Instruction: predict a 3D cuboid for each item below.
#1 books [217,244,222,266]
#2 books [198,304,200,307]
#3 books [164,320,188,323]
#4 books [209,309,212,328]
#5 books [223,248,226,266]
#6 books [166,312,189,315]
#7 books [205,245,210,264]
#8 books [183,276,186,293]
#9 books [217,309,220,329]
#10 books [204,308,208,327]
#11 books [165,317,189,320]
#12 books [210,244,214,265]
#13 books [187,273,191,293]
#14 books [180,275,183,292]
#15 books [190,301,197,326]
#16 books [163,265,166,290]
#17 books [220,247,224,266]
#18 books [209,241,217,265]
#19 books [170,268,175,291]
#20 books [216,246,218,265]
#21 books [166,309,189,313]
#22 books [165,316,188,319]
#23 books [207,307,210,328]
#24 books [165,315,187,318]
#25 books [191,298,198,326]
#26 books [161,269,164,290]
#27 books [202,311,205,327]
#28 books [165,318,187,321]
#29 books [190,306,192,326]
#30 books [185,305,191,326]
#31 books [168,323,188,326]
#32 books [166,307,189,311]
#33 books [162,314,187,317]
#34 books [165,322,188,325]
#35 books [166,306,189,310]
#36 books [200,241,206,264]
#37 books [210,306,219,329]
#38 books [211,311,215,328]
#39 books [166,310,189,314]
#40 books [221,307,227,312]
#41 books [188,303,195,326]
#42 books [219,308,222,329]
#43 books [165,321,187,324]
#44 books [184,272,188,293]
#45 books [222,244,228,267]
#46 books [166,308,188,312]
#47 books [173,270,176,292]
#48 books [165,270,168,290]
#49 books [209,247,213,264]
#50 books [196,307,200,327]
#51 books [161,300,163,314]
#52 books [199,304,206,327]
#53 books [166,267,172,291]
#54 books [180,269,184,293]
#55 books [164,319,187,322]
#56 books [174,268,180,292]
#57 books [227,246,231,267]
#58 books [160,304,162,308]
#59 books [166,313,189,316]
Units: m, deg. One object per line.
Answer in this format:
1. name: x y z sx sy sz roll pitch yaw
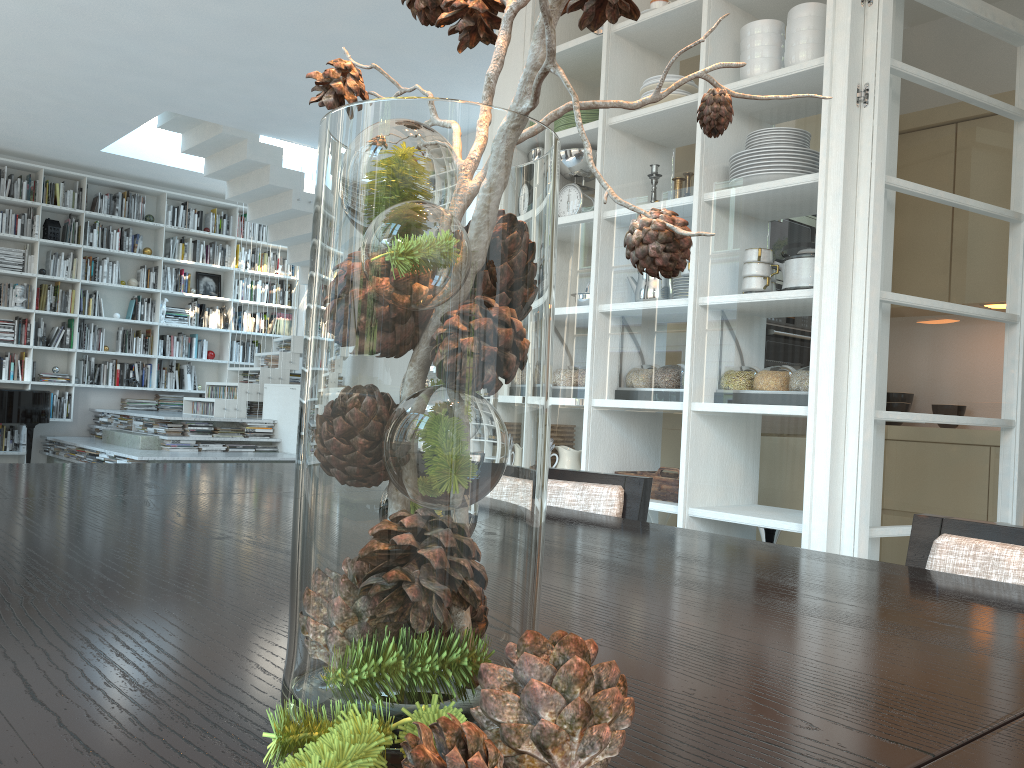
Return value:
1. books: -3.504 -1.517 10.528 0.036 0.272 0.177 4 -1 -41
2. books: -3.705 -0.799 10.405 0.013 0.280 0.131 4 -1 -41
3. books: -3.902 -0.716 10.223 0.285 0.012 0.159 4 -2 -36
4. books: -3.598 -0.768 10.512 0.028 0.235 0.129 4 -1 -41
5. books: -3.462 -1.494 10.588 0.022 0.234 0.158 4 -1 -41
6. books: -3.899 -0.813 10.233 0.285 0.012 0.159 4 -2 -39
7. books: -3.607 -1.509 10.434 0.014 0.240 0.189 4 -1 -41
8. books: -3.827 -1.144 10.276 0.033 0.213 0.152 4 -1 -41
9. books: -3.518 -0.765 10.544 0.041 0.239 0.176 4 -1 -41
10. books: -3.632 -0.775 10.460 0.031 0.242 0.147 4 -1 -41
11. books: -3.904 -0.753 10.230 0.285 0.012 0.159 5 -2 -43
12. books: -3.570 -1.517 10.487 0.023 0.264 0.156 4 -1 -41
13. books: -3.781 -1.157 10.302 0.026 0.243 0.178 4 -1 -41
14. books: -3.845 -1.143 10.240 0.013 0.207 0.189 4 -1 -41
15. books: -3.728 -0.812 10.353 0.011 0.300 0.184 4 -1 -41
16. books: -3.995 -1.201 10.141 0.015 0.300 0.140 4 -1 -41
17. books: -3.485 -1.500 10.555 0.030 0.241 0.162 4 -1 -41
18. books: -3.543 -1.531 10.492 0.022 0.294 0.180 4 -1 -41
19. books: -3.927 -1.188 10.204 0.012 0.285 0.159 4 -1 -41
20. books: -3.529 -1.507 10.519 0.011 0.249 0.152 4 -1 -41
21. books: -3.897 -0.837 10.233 0.285 0.012 0.159 4 -2 -39
22. books: -3.899 -0.765 10.225 0.161 0.012 0.254 1 -2 44
23. books: -3.620 -0.777 10.494 0.031 0.250 0.133 4 -1 -41
24. books: -3.905 -0.777 10.234 0.254 0.012 0.161 4 -2 -41
25. books: -3.718 -0.830 10.359 0.010 0.339 0.180 4 -1 -41
26. books: -4.021 -1.179 10.136 0.030 0.253 0.128 4 -1 -41
27. books: -3.661 -0.794 10.462 0.010 0.278 0.129 4 -1 -41
28. books: -3.905 -0.741 10.229 0.254 0.012 0.161 4 -2 -39
29. books: -3.780 -0.788 10.353 0.023 0.247 0.138 4 -1 -41
30. books: -3.781 -0.792 10.329 0.012 0.254 0.161 4 -1 -41
31. books: -3.904 -0.680 10.223 0.159 0.012 0.285 1 -2 44
32. books: -3.896 -0.861 10.233 0.285 0.012 0.159 5 -2 -43
33. books: -3.896 -0.789 10.227 0.254 0.012 0.161 4 -2 -36
34. books: -3.905 -0.692 10.225 0.285 0.012 0.159 4 -2 -37
35. books: -3.896 -0.873 10.234 0.285 0.012 0.159 4 -2 -39
36. books: -3.645 -1.533 10.432 0.048 0.283 0.162 4 -1 -41
37. books: -3.539 -0.782 10.522 0.021 0.271 0.191 4 -1 -41
38. books: -3.573 -0.755 10.524 0.025 0.213 0.155 4 -1 -41
39. books: -3.893 -0.825 10.227 0.159 0.012 0.285 1 -2 44
40. books: -3.454 -0.781 10.638 0.029 0.283 0.138 4 -1 -41
41. books: -3.754 -0.805 10.365 0.012 0.285 0.159 4 -1 -41
42. books: -3.502 -0.771 10.576 0.024 0.255 0.145 4 -1 -41
43. books: -3.904 -0.704 10.225 0.161 0.012 0.254 1 -2 45
44. books: -3.805 -1.163 10.294 0.021 0.253 0.167 4 -1 -41
45. books: -3.440 -1.517 10.601 0.026 0.284 0.147 4 -1 -41
46. books: -3.897 -0.849 10.233 0.254 0.012 0.161 4 -2 -39
47. books: -3.913 -1.178 10.230 0.043 0.269 0.131 4 -1 -41
48. books: -3.980 -1.174 10.142 0.011 0.248 0.155 4 -1 -41
49. books: -3.585 -1.496 10.462 0.031 0.217 0.165 4 -1 -41
50. books: -3.711 -0.778 10.378 0.030 0.236 0.179 4 -1 -41
51. books: -4.029 -0.817 10.127 0.028 0.267 0.137 4 -1 -41
52. books: -3.669 -0.797 10.419 0.059 0.282 0.167 4 -1 -41
53. books: -3.954 -1.192 10.172 0.065 0.289 0.145 4 -1 -41
54. books: -3.840 -1.182 10.258 0.014 0.285 0.175 4 -1 -41
55. books: -3.903 -0.729 10.226 0.254 0.012 0.161 4 -2 -37
56. books: -3.876 -1.185 10.230 0.012 0.287 0.176 4 -1 -41
57. books: -3.418 -1.506 10.618 0.031 0.265 0.169 4 -1 -41
58. books: -4.031 -0.796 10.086 0.027 0.221 0.184 4 -1 -41
59. books: -3.898 -0.801 10.231 0.285 0.012 0.159 5 -2 -44
